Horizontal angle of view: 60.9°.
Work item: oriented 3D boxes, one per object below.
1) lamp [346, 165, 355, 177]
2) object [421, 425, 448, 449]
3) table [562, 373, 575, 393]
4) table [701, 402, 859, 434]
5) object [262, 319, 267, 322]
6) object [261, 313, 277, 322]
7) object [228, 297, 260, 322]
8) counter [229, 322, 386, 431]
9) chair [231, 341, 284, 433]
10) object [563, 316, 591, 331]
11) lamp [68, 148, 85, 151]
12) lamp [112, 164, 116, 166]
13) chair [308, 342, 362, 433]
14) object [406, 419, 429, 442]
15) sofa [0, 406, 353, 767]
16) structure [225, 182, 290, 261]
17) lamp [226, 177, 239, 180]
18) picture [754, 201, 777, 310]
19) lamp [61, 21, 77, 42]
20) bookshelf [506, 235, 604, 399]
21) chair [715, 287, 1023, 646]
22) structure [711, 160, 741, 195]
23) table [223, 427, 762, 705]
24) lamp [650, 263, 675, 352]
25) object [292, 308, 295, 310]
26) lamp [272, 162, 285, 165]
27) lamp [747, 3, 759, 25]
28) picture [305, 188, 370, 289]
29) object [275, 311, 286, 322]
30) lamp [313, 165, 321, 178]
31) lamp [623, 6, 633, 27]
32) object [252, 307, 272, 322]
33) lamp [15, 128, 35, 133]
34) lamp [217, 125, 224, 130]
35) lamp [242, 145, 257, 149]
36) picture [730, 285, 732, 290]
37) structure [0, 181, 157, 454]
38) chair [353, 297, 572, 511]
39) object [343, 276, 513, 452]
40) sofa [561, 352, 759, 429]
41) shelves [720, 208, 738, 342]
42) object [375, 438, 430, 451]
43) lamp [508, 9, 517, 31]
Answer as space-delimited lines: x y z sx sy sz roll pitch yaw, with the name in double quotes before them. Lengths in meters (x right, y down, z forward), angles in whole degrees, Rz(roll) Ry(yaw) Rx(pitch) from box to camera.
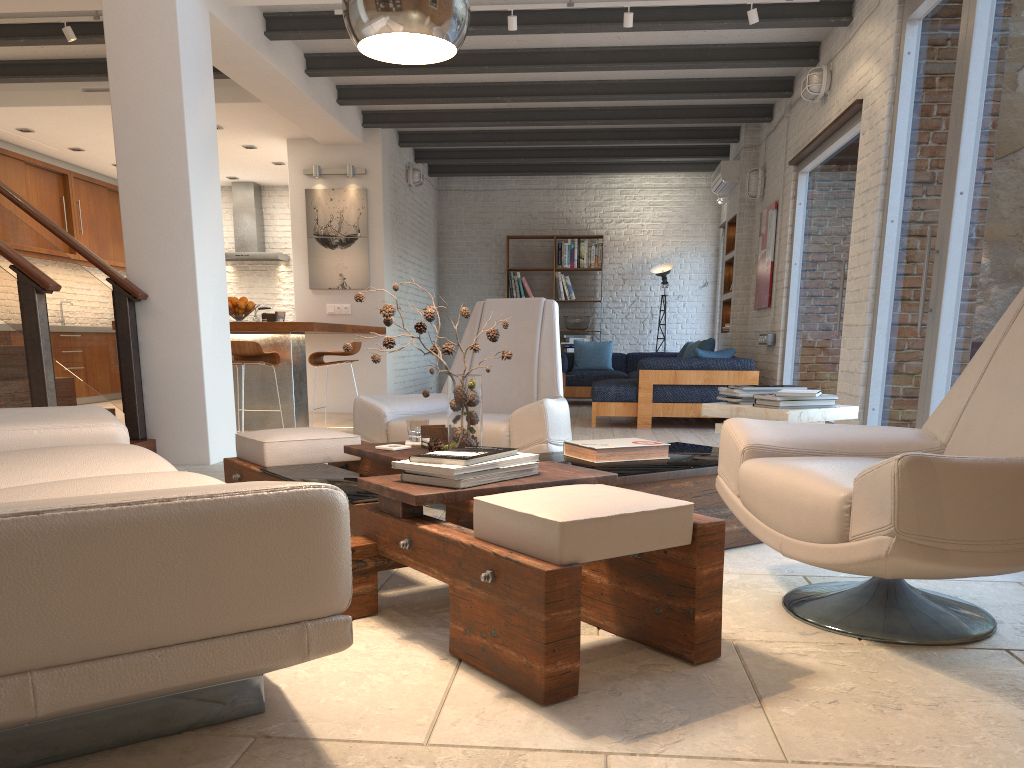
"lamp" -1.664 -2.192 8.980 0.079 0.107 0.078 6 11 33
"object" -0.275 0.198 3.235 0.093 0.084 0.112 -3 7 -23
"table" 0.122 0.090 9.868 1.075 0.459 1.786 1 3 11
"table" 1.227 0.349 4.067 0.491 0.519 0.485 -5 10 -34
"object" -1.972 -0.541 7.493 0.395 0.036 0.193 1 3 9
"object" -2.096 -0.568 7.540 0.093 0.084 0.112 -6 9 -40
"object" -2.370 -0.641 7.553 0.364 0.228 0.356 -3 7 -29
"counter" -2.310 -0.095 8.345 1.685 0.945 2.433 1 4 5
"chair" -2.160 0.040 7.176 0.405 0.798 0.408 1 11 5
"object" 0.910 -0.846 12.218 0.396 0.207 0.397 -4 7 -43
"lamp" -4.794 -2.600 9.592 0.123 0.057 0.120 1 5 5
"lamp" -4.713 -2.641 10.457 0.123 0.057 0.120 1 5 5
"chair" -1.506 0.022 7.645 0.422 0.798 0.391 1 11 5
"object" -0.362 0.179 3.345 0.090 0.087 0.089 -5 9 -35
"sofa" -1.405 0.290 2.248 1.134 0.777 2.288 -4 6 -35
"structure" -3.558 -2.175 11.686 0.985 1.023 0.442 1 11 5
"lamp" -3.599 -2.671 11.230 0.123 0.057 0.120 1 5 5
"picture" 2.491 -1.235 8.580 0.019 0.988 0.721 2 9 5
"lamp" -2.996 -2.377 5.898 0.086 0.133 0.058 -6 13 -34
"bookshelf" 0.586 -0.910 12.199 1.317 2.269 0.352 1 12 5
"chair" 1.232 0.174 2.491 0.982 1.028 0.998 -1 8 -10
"structure" 2.371 -2.290 9.703 0.200 0.225 0.794 1 4 5
"table" 0.095 0.423 3.148 1.955 0.441 2.166 -2 4 -34
"lamp" 2.179 -0.696 11.761 0.504 1.901 0.843 -5 12 -22
"object" -2.701 -1.134 12.013 0.669 0.402 0.136 1 12 5
"lamp" -2.755 -2.620 10.285 0.123 0.057 0.120 1 5 5
"lamp" 1.522 -2.329 5.502 0.086 0.133 0.058 -6 13 -34
"picture" -1.840 -1.525 9.201 0.655 1.047 0.019 1 13 5
"object" -1.979 -0.576 7.453 0.091 0.087 0.089 3 8 20
"lamp" -2.018 -2.196 9.011 0.079 0.107 0.078 6 11 33
"lamp" 0.744 -2.343 5.576 0.061 0.124 0.083 2 10 7
"object" -3.340 -0.905 11.786 0.261 0.283 0.256 4 9 26
"lamp" -4.875 -2.558 8.727 0.123 0.057 0.120 1 5 5
"lamp" -2.918 -2.537 8.555 0.123 0.057 0.120 1 5 5
"lamp" -2.836 -2.579 9.421 0.123 0.057 0.120 1 5 5
"picture" 2.574 -1.183 9.977 0.102 0.252 0.187 0 9 -4
"structure" -2.627 -1.623 5.726 10.150 4.257 13.507 1 4 5
"chair" -0.127 0.075 4.340 1.023 1.046 0.948 4 9 22
"object" -0.293 -0.054 2.924 0.539 0.625 0.308 -3 11 -23
"sofa" 1.357 -0.013 9.857 2.078 0.679 3.851 1 3 5
"shelves" 2.560 -1.203 9.924 0.192 1.470 0.743 2 11 5
"object" -0.387 0.220 3.275 0.270 0.036 0.243 -1 3 -23
"lamp" 0.003 -2.346 5.643 0.061 0.133 0.083 2 10 7
